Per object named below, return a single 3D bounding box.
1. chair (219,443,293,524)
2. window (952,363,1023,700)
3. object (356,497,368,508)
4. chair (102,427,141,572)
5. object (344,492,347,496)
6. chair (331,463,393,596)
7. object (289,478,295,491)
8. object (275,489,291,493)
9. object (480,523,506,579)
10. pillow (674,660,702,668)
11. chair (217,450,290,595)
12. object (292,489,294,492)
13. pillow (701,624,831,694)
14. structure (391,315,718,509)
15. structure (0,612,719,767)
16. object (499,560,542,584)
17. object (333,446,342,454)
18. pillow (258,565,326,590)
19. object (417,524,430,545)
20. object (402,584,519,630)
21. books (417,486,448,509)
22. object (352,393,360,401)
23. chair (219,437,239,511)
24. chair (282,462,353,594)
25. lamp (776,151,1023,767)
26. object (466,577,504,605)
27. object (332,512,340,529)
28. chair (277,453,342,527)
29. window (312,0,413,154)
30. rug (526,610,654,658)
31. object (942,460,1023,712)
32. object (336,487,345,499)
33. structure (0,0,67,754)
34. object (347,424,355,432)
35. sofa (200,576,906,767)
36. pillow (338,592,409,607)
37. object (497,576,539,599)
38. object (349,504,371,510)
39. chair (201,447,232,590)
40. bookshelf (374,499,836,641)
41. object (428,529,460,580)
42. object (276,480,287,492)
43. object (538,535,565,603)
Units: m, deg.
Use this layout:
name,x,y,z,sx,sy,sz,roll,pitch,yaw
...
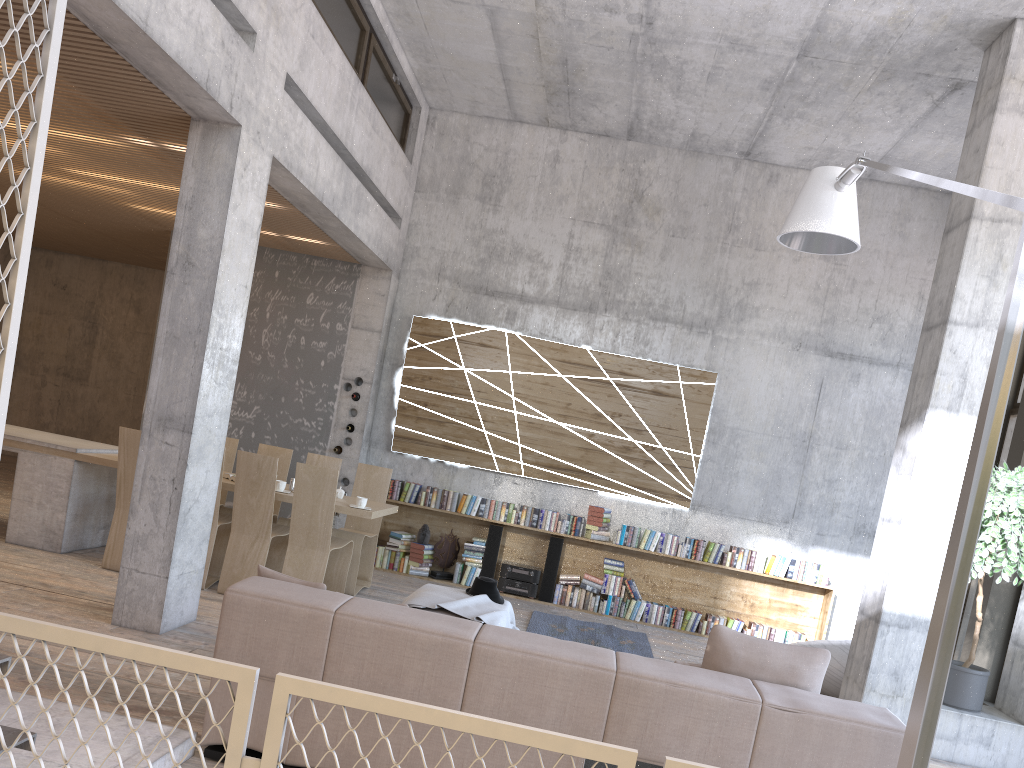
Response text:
name,x,y,z,sx,sy,sz,roll,pitch,yaw
chair,-2.482,1.178,8.397,0.348,1.202,0.719,11,2,6
window,4.831,0.695,4.672,0.209,4.178,9.210,11,-3,4
object,-1.259,0.999,7.364,0.094,0.089,0.115,11,-1,-41
chair,-3.062,1.001,7.478,0.347,1.202,0.721,11,2,11
object,-1.869,1.240,9.800,0.095,0.095,0.338,11,-3,6
chair,-1.489,1.367,8.354,0.348,1.202,0.719,11,2,6
object,-1.915,0.878,7.652,0.053,0.110,0.051,8,4,-40
object,-1.983,0.911,7.472,0.186,0.014,0.184,12,-4,-9
object,-0.229,1.944,9.804,0.152,0.765,0.271,11,3,6
pillow,0.886,1.497,4.221,0.380,0.375,0.166,11,3,-22
chair,-2.073,1.184,7.379,0.347,1.202,0.721,11,2,11
object,-1.882,0.926,7.607,0.051,0.019,0.050,12,-3,-12
pillow,1.149,1.433,4.090,0.561,0.561,0.220,11,3,7
structure,0.432,0.308,9.616,3.404,1.548,0.356,11,4,4
structure,0.588,1.288,1.009,4.417,0.940,1.928,11,-2,5
object,0.099,2.100,9.762,0.439,0.162,0.304,11,-2,5
object,-1.919,0.734,9.736,0.095,0.095,0.338,11,-3,6
pillow,-1.064,1.079,4.226,0.360,0.369,0.187,11,3,10
object,-0.976,1.666,9.739,0.145,0.230,0.135,11,2,2
object,-0.273,1.790,6.464,1.033,0.505,1.612,10,-3,24
books,-0.888,1.259,9.774,0.278,0.222,0.209,11,0,3
object,-1.713,0.143,9.683,0.090,0.090,0.335,11,-3,6
chair,-2.982,1.080,8.375,0.349,1.202,0.717,11,2,0
chair,-1.583,1.271,7.279,0.348,1.202,0.720,11,2,9
lamp,1.423,0.455,3.839,0.759,3.444,2.607,10,1,-7
object,-0.193,1.544,6.612,0.303,0.170,0.297,11,-2,-7
object,-2.014,1.614,9.600,0.251,0.687,0.266,9,4,-32
chair,-1.980,1.278,8.440,0.349,1.202,0.718,11,2,1
window,-1.496,-3.043,5.229,0.113,0.608,8.450,11,-4,6
rug,0.666,2.311,7.532,1.159,0.049,2.922,10,-4,6
object,3.518,1.489,6.515,1.010,1.876,0.951,9,3,-29
object,-1.551,0.978,7.890,0.089,0.112,0.122,11,0,-3
structure,-0.492,-0.502,1.077,3.675,4.343,3.028,11,2,5
object,-1.776,0.495,9.748,0.093,0.093,0.347,11,-3,6
sofa,0.266,1.667,5.238,2.990,0.789,3.016,11,-4,5
pillow,-0.684,1.188,4.220,0.370,0.361,0.186,11,3,4
object,0.069,2.260,9.780,0.439,0.165,0.293,11,-2,5
object,-1.276,1.040,7.377,0.186,0.014,0.184,12,-4,-9
chair,-2.567,1.093,7.433,0.349,1.202,0.718,11,2,3
bookshelf,0.786,2.098,9.713,5.310,0.811,0.301,11,3,4
object,-0.734,1.898,9.848,0.348,0.572,0.192,9,4,-35
object,-1.966,0.870,7.459,0.094,0.089,0.115,11,-1,-41
object,0.436,2.069,9.753,0.152,0.765,0.271,11,3,6
